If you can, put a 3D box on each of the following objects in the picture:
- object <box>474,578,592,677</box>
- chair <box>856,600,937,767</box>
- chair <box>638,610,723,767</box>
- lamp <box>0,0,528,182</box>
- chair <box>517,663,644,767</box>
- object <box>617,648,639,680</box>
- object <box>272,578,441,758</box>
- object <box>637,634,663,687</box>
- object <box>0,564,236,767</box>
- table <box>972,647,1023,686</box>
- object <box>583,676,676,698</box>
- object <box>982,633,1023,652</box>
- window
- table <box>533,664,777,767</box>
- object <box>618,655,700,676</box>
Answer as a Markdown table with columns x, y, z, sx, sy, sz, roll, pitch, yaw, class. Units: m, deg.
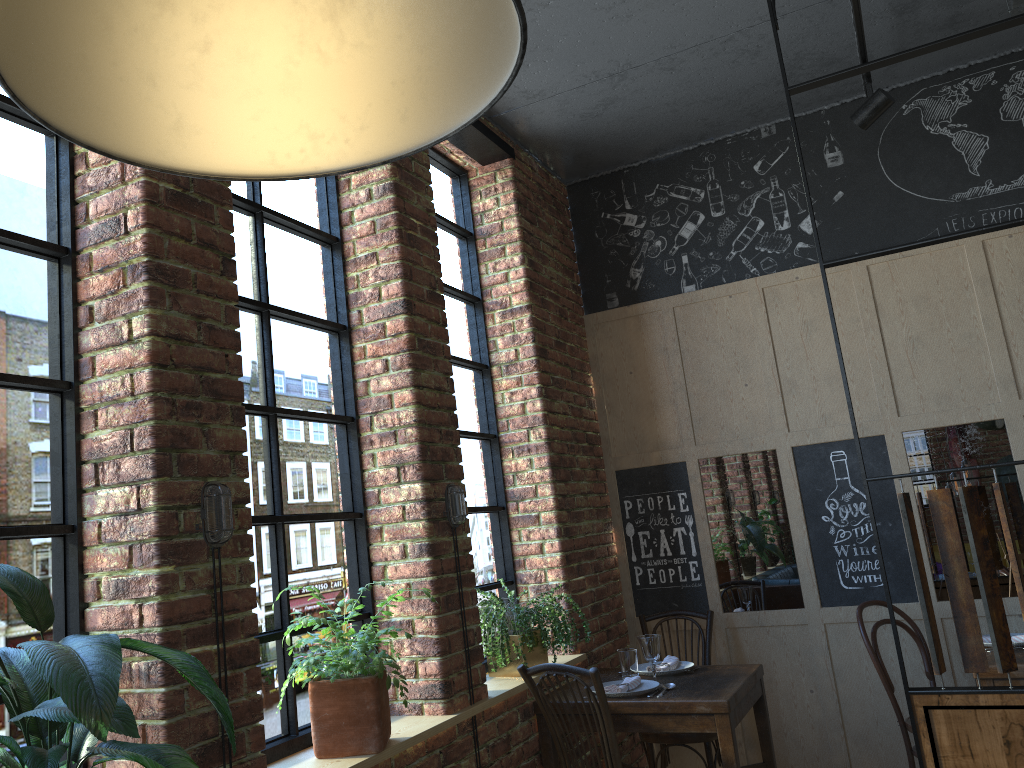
| x | y | z | sx | sy | sz | roll | pitch | yaw | class |
| --- | --- | --- | --- | --- | --- | --- | --- | --- | --- |
| 0.049 | 0.984 | 3.581 | 0.516 | 0.372 | 0.581 | -11 | -11 | 25 | object |
| 1.793 | 1.357 | 3.596 | 0.420 | 0.927 | 0.569 | 0 | -13 | -32 | chair |
| 0.787 | 1.544 | 4.071 | 0.417 | 0.921 | 0.502 | -11 | -12 | 19 | chair |
| -0.327 | -0.964 | 1.036 | 0.551 | 1.335 | 0.504 | -17 | -15 | 42 | lamp |
| 0.375 | 1.434 | 3.155 | 0.496 | 0.921 | 0.422 | 4 | -15 | -44 | chair |
| 0.493 | 1.183 | 3.721 | 0.088 | 0.120 | 0.080 | -17 | -15 | 42 | object |
| -0.487 | 0.817 | 2.585 | 0.439 | 0.486 | 0.437 | 3 | -14 | -42 | object |
| 0.560 | 1.103 | 3.511 | 0.098 | 0.193 | 0.098 | -6 | -11 | -4 | object |
| -0.875 | 0.544 | 1.592 | 0.629 | 0.756 | 0.703 | -11 | -12 | 24 | object |
| 2.222 | 1.364 | 3.312 | 0.777 | 0.732 | 0.719 | -12 | -12 | 25 | table |
| 0.453 | 1.173 | 3.425 | 0.337 | 0.052 | 0.258 | -11 | -11 | 29 | object |
| 2.007 | 1.032 | 3.576 | 0.278 | 0.052 | 0.312 | -10 | -10 | 23 | object |
| -1.034 | -0.533 | 0.007 | 3.393 | 2.445 | 8.590 | -5 | -10 | -10 | window |
| 0.615 | 1.570 | 3.520 | 0.777 | 0.732 | 0.719 | -12 | -12 | 25 | table |
| 0.631 | 1.218 | 3.806 | 0.337 | 0.052 | 0.258 | -11 | -11 | 29 | object |
